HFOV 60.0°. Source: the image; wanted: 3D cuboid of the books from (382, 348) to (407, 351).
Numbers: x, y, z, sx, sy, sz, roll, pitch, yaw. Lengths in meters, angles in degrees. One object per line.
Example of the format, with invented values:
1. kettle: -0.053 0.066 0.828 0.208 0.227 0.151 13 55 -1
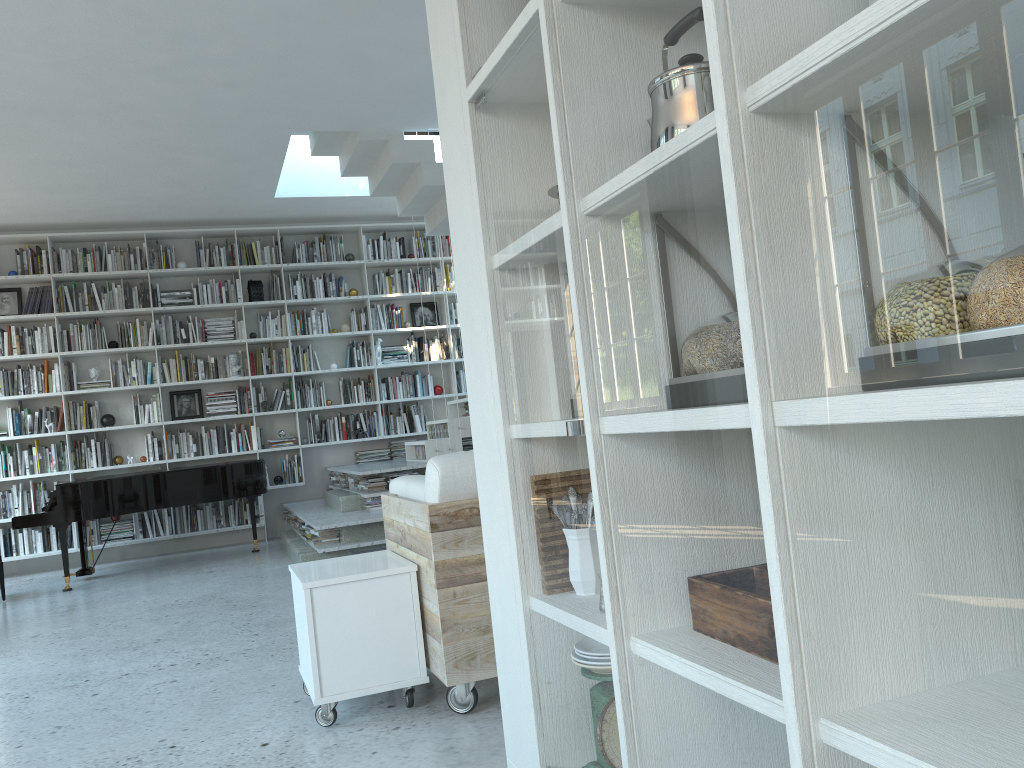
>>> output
1. books: -1.274 -0.357 9.467 0.285 0.012 0.159 -6 -2 -17

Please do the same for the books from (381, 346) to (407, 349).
1. books: -1.276 -0.382 9.468 0.285 0.012 0.159 -5 -2 -21

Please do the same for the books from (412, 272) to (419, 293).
1. books: -1.043 -1.075 9.567 0.014 0.240 0.189 -6 -2 -19

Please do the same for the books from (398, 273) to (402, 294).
1. books: -1.219 -1.056 9.527 0.025 0.238 0.143 -6 -2 -19

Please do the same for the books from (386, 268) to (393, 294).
1. books: -1.313 -1.077 9.493 0.011 0.296 0.162 -6 -2 -19

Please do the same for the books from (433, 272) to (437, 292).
1. books: -0.851 -1.089 9.657 0.022 0.234 0.158 -6 -2 -19

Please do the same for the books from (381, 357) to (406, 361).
1. books: -1.266 -0.261 9.463 0.254 0.012 0.161 -6 -2 -17

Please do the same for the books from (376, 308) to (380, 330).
1. books: -1.437 -0.672 9.423 0.011 0.248 0.156 -6 -2 -19

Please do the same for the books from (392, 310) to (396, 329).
1. books: -1.273 -0.668 9.464 0.013 0.207 0.190 -6 -2 -19

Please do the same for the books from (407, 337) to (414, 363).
1. books: -1.089 -0.354 9.536 0.012 0.285 0.159 -6 -2 -19

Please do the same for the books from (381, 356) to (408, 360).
1. books: -1.267 -0.273 9.464 0.285 0.012 0.159 -5 -2 -21

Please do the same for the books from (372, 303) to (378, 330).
1. books: -1.455 -0.697 9.428 0.015 0.300 0.140 -6 -2 -19

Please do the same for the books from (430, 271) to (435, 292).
1. books: -0.885 -1.090 9.635 0.030 0.241 0.162 -6 -2 -19

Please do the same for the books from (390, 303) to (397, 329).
1. books: -1.268 -0.707 9.480 0.014 0.285 0.175 -6 -2 -19

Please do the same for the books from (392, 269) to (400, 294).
1. books: -1.242 -1.079 9.510 0.026 0.288 0.156 -6 -2 -19

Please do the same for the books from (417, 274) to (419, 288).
1. books: -1.035 -1.063 9.588 0.013 0.216 0.177 -6 -2 -19

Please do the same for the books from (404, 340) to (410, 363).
1. books: -1.125 -0.335 9.512 0.012 0.254 0.161 -6 -2 -19

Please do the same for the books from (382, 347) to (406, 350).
1. books: -1.275 -0.370 9.467 0.254 0.012 0.161 -6 -2 -17

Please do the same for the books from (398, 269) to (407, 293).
1. books: -1.177 -1.076 9.488 0.032 0.265 0.245 -6 -2 -19

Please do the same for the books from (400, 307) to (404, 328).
1. books: -1.193 -0.694 9.498 0.026 0.243 0.178 -6 -2 -19

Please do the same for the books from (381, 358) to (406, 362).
1. books: -1.264 -0.249 9.459 0.254 0.012 0.161 -6 -2 -15

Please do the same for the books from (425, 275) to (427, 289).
1. books: -0.956 -1.087 9.627 0.014 0.249 0.163 -6 -2 -19

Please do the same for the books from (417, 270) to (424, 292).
1. books: -0.991 -1.091 9.603 0.023 0.263 0.156 -6 -2 -19

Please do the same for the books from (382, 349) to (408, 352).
1. books: -1.270 -0.346 9.460 0.285 0.012 0.159 -5 -2 -24

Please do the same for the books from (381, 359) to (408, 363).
1. books: -1.261 -0.237 9.456 0.285 0.012 0.159 -6 -2 -14

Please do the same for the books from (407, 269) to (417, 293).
1. books: -1.082 -1.092 9.580 0.048 0.283 0.162 -6 -2 -19

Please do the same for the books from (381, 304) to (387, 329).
1. books: -1.368 -0.697 9.462 0.012 0.285 0.159 -6 -2 -19

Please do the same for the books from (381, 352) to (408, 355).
1. books: -1.269 -0.322 9.464 0.285 0.012 0.159 -5 -2 -22

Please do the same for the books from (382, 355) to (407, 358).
1. books: -1.266 -0.286 9.458 0.254 0.012 0.161 -5 -2 -24

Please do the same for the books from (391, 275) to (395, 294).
1. books: -1.289 -1.043 9.499 0.030 0.224 0.158 -6 -2 -19

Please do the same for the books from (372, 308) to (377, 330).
1. books: -1.478 -0.670 9.433 0.030 0.253 0.128 -6 -2 -19

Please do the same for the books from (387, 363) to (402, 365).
1. books: -1.258 -0.201 9.455 0.285 0.012 0.159 -5 -2 -24

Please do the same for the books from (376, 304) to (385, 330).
1. books: -1.405 -0.696 9.442 0.065 0.289 0.146 -6 -2 -19

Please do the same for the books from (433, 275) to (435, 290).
1. books: -0.871 -1.093 9.659 0.014 0.246 0.142 -6 -2 -19

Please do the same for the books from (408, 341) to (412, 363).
1. books: -1.114 -0.332 9.534 0.023 0.247 0.138 -6 -2 -19

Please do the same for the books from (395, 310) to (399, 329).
1. books: -1.243 -0.673 9.491 0.033 0.213 0.153 -6 -2 -19

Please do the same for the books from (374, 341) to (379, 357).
1. books: -1.430 -0.312 9.417 0.028 0.267 0.138 -6 -2 -19

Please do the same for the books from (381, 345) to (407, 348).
1. books: -1.277 -0.393 9.468 0.285 0.012 0.159 -6 -2 -17

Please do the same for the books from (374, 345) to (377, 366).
1. books: -1.443 -0.289 9.379 0.027 0.221 0.184 -6 -2 -19

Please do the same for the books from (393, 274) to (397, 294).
1. books: -1.269 -1.050 9.521 0.024 0.236 0.146 -6 -2 -19

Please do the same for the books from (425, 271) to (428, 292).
1. books: -0.940 -1.088 9.618 0.011 0.249 0.152 -6 -2 -19

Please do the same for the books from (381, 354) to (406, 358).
1. books: -1.271 -0.297 9.469 0.254 0.012 0.161 -5 -2 -19

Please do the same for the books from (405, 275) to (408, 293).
1. books: -1.152 -1.054 9.555 0.013 0.221 0.145 -6 -2 -19

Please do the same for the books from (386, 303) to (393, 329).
1. books: -1.311 -0.704 9.467 0.012 0.287 0.176 -6 -2 -19

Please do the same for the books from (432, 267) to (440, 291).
1. books: -0.830 -1.116 9.662 0.026 0.284 0.147 -6 -2 -19

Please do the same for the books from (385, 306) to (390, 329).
1. books: -1.344 -0.691 9.480 0.043 0.269 0.131 -6 -2 -19

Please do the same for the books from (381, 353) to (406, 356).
1. books: -1.266 -0.310 9.460 0.254 0.012 0.161 -6 -2 -14

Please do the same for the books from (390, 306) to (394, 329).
1. books: -1.300 -0.695 9.484 0.020 0.267 0.152 -6 -2 -19

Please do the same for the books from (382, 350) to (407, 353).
1. books: -1.271 -0.334 9.467 0.285 0.012 0.159 -6 -2 -17

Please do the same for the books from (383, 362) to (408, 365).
1. books: -1.260 -0.213 9.458 0.285 0.012 0.159 -6 -2 -15

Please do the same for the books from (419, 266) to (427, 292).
1. books: -0.967 -1.109 9.598 0.022 0.294 0.181 -6 -2 -19

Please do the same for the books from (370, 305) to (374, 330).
1. books: -1.506 -0.683 9.416 0.031 0.284 0.137 -6 -2 -19

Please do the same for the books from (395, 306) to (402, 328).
1. books: -1.220 -0.696 9.500 0.021 0.253 0.167 -6 -2 -19

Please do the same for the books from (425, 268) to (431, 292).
1. books: -0.916 -1.103 9.617 0.036 0.272 0.177 -6 -2 -19

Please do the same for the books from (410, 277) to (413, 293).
1. books: -1.109 -1.045 9.588 0.026 0.196 0.130 -6 -2 -19

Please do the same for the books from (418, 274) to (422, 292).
1. books: -1.011 -1.066 9.586 0.031 0.217 0.165 -6 -2 -19

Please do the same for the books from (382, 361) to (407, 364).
1. books: -1.261 -0.225 9.458 0.254 0.012 0.161 -5 -2 -23

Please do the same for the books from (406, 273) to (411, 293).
1. books: -1.122 -1.062 9.535 0.030 0.230 0.187 -6 -2 -19

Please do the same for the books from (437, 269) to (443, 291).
1. books: -0.802 -1.110 9.669 0.031 0.265 0.169 -6 -2 -19
